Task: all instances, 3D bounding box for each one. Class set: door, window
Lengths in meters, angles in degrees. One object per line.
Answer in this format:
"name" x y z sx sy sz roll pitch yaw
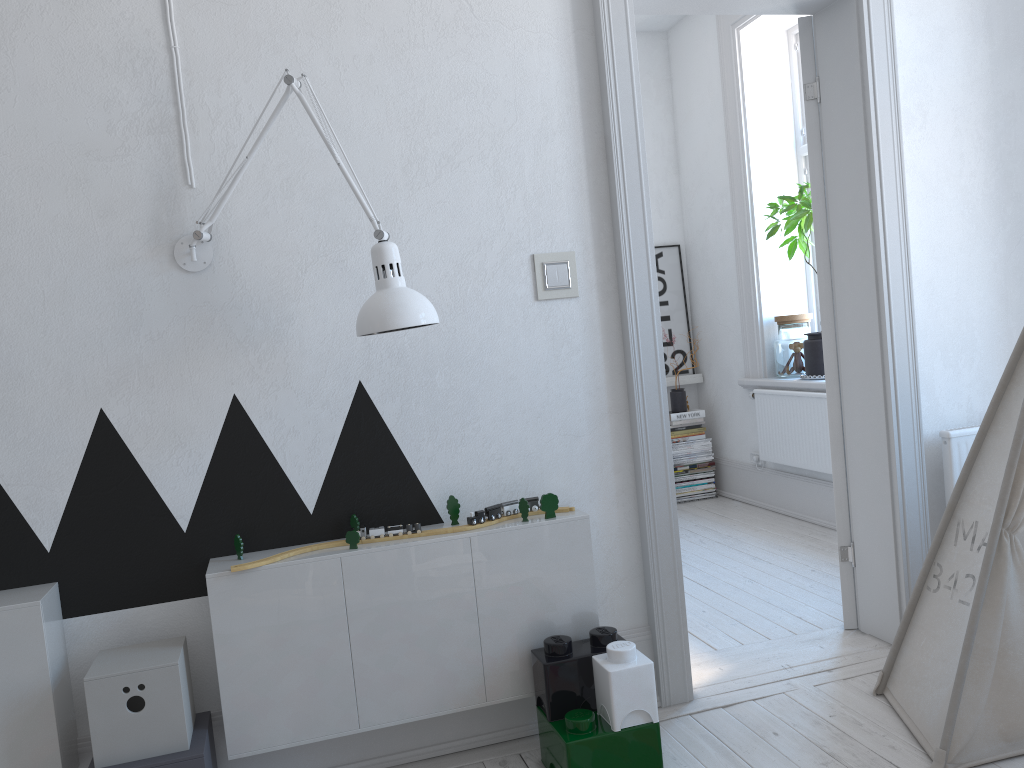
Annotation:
"door" 0.956 -0.216 2.868 1.464 2.178 0.505 -8 4 -31
"window" 1.826 -0.994 4.307 0.094 1.902 1.357 -7 4 -15

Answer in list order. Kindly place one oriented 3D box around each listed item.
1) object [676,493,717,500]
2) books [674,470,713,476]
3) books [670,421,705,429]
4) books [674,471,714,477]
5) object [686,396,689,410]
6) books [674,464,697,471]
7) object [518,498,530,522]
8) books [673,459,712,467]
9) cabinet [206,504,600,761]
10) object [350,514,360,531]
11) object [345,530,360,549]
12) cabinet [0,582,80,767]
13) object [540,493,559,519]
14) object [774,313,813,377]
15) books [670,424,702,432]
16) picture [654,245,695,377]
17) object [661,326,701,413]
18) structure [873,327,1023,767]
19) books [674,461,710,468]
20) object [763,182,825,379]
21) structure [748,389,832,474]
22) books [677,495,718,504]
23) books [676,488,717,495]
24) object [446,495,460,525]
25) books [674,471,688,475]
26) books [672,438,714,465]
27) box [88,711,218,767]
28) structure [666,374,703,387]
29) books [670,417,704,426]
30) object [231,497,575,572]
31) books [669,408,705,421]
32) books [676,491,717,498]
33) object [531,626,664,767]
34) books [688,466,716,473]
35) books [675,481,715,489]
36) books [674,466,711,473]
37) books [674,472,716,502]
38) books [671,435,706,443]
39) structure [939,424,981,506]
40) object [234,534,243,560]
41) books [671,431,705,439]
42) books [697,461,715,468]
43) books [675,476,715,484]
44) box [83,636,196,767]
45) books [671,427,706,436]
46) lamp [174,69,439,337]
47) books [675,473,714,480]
"object" 1.083 0.688 5.557 0.324 0.007 0.252 -6 3 -11
"books" 1.069 0.543 5.538 0.292 0.005 0.229 -6 3 -12
"books" 1.052 0.249 5.509 0.261 0.018 0.146 -7 3 -16
"books" 1.068 0.549 5.538 0.300 0.005 0.242 -6 3 -15
"object" 1.083 0.115 5.544 0.045 0.101 0.050 -5 4 8
"books" 1.013 0.510 5.496 0.193 0.023 0.194 -6 3 -15
"object" 0.033 0.331 2.338 0.029 0.063 0.007 -5 4 12
"books" 1.067 0.482 5.492 0.304 0.009 0.167 -7 3 -18
"cabinet" -0.262 0.622 2.324 0.970 0.454 0.182 -6 4 -15
"object" -0.413 0.375 2.335 0.029 0.063 0.007 -3 4 37
"object" -0.397 0.389 2.214 0.037 0.046 0.006 -5 4 11
"cabinet" -1.532 0.765 1.976 0.970 0.454 0.182 -6 4 -15
"object" 0.099 0.322 2.349 0.054 0.067 0.009 -7 4 -24
"object" 1.543 -0.213 4.827 0.227 0.330 0.227 -6 4 -13
"books" 1.038 0.269 5.536 0.233 0.020 0.187 -7 3 -18
"picture" 0.812 -0.431 5.571 0.631 0.850 0.072 -6 4 -14
"object" 1.059 -0.109 5.481 0.293 0.554 0.157 -6 4 -5
"structure" 1.482 -0.013 2.185 1.142 1.750 1.143 -8 4 -39
"books" 1.066 0.490 5.502 0.255 0.007 0.199 -7 3 -20
"object" 1.594 -0.551 4.521 0.497 1.022 0.696 -9 5 -42
"structure" 1.459 0.242 4.650 0.049 0.418 0.741 -7 3 -15
"books" 1.083 0.724 5.553 0.333 0.037 0.245 -6 3 -15
"books" 1.074 0.656 5.540 0.316 0.005 0.253 -6 3 -15
"object" -0.157 0.338 2.384 0.037 0.081 0.009 -7 4 -22
"books" 0.995 0.542 5.462 0.134 0.019 0.119 -6 3 -15
"books" 1.054 0.410 5.529 0.316 0.134 0.278 -6 3 -15
"box" -0.834 0.969 2.091 0.251 0.259 0.254 -7 3 -15
"structure" 0.456 0.044 5.477 1.533 0.056 0.138 -6 3 -15
"books" 1.058 0.227 5.496 0.214 0.026 0.151 -6 3 -15
"object" -0.265 0.371 2.300 0.902 0.047 0.111 -7 3 -20
"books" 1.057 0.191 5.504 0.228 0.045 0.169 -6 3 -13
"books" 1.077 0.676 5.545 0.312 0.006 0.257 -6 3 -15
"object" 0.208 0.810 2.230 0.246 0.332 0.246 -7 4 -15
"books" 1.134 0.523 5.554 0.178 0.018 0.264 -6 3 -14
"books" 1.075 0.619 5.532 0.311 0.010 0.248 -6 3 -13
"books" 1.061 0.520 5.513 0.276 0.007 0.217 -6 3 -14
"books" 1.072 0.629 5.541 0.316 0.154 0.263 -6 3 -15
"books" 1.022 0.334 5.555 0.271 0.026 0.286 -6 3 -15
"structure" 1.667 0.340 2.864 0.635 0.460 0.075 -7 4 -19
"object" -0.683 0.408 2.219 0.029 0.063 0.007 -3 4 37
"books" 1.036 0.311 5.520 0.245 0.020 0.223 -7 3 -16
"books" 1.163 0.493 5.542 0.122 0.023 0.220 -6 3 -15
"books" 1.065 0.587 5.543 0.316 0.011 0.255 -7 3 -16
"box" -0.867 0.739 2.084 0.199 0.206 0.202 -7 3 -15
"books" 1.047 0.290 5.526 0.257 0.021 0.202 -7 3 -19
"lamp" -0.519 -0.432 2.187 0.651 0.656 0.200 -5 4 18
"books" 1.064 0.564 5.533 0.307 0.005 0.247 -7 3 -18
